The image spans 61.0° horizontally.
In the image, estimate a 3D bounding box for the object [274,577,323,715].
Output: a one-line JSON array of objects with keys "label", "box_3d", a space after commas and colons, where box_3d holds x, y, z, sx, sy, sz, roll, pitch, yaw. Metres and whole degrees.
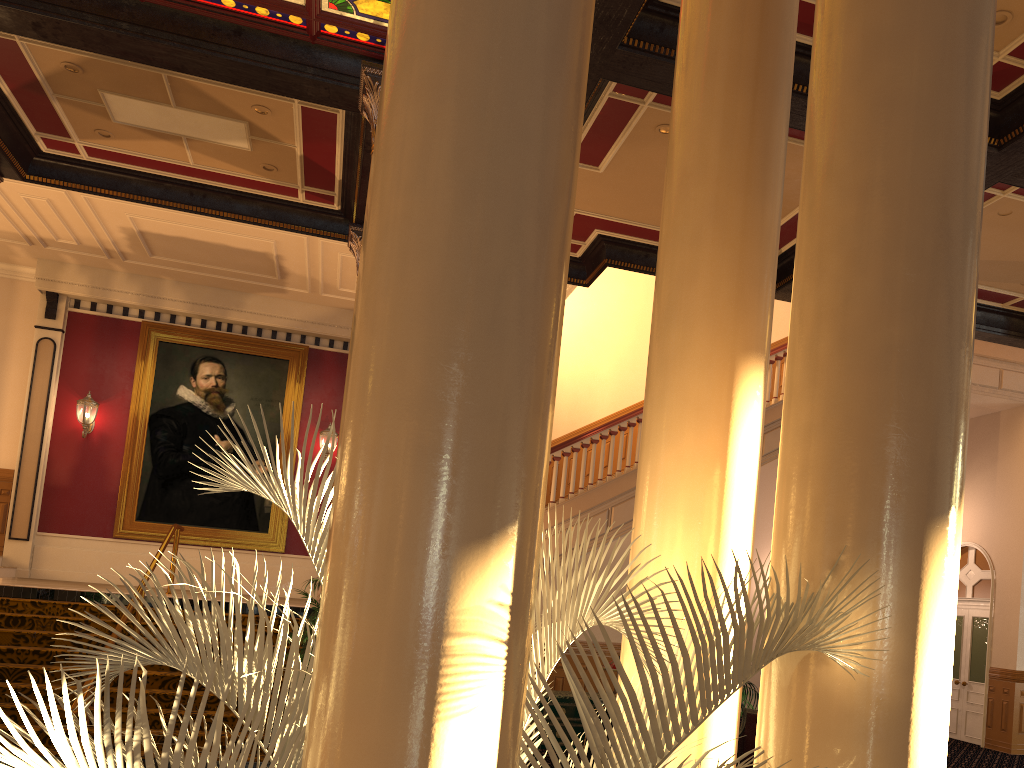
[{"label": "object", "box_3d": [-1.119, 2.204, 6.079, 1.036, 2.126, 1.092, 1, -7, 35]}]

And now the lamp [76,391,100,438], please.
[{"label": "lamp", "box_3d": [-6.512, 0.471, 13.327, 0.325, 0.721, 0.391, 6, -6, -13]}]

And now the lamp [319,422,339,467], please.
[{"label": "lamp", "box_3d": [-3.031, 0.999, 14.321, 0.325, 0.721, 0.391, 6, -6, -13]}]

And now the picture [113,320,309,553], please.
[{"label": "picture", "box_3d": [-4.786, 0.871, 13.968, 2.609, 3.411, 0.054, 7, -4, -16]}]

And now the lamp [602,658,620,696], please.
[{"label": "lamp", "box_3d": [1.181, 3.276, 9.728, 0.328, 0.414, 0.315, 7, -8, -17]}]

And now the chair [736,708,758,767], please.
[{"label": "chair", "box_3d": [2.373, 3.733, 8.630, 0.680, 0.909, 0.657, 12, -10, -43]}]

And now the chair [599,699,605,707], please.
[{"label": "chair", "box_3d": [1.278, 3.677, 8.774, 0.721, 0.909, 0.619, 12, -10, -43]}]

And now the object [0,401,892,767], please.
[{"label": "object", "box_3d": [-0.432, 1.195, 1.878, 1.885, 2.230, 2.010, 9, -9, -25]}]

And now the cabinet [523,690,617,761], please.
[{"label": "cabinet", "box_3d": [0.797, 3.852, 9.553, 1.285, 0.857, 0.545, 8, -7, -15]}]

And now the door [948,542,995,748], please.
[{"label": "door", "box_3d": [7.943, 4.516, 15.306, 0.206, 3.436, 1.462, 6, -6, -11]}]

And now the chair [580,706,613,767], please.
[{"label": "chair", "box_3d": [0.942, 3.250, 7.495, 0.738, 1.085, 0.758, 5, -7, 1]}]

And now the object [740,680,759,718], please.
[{"label": "object", "box_3d": [2.230, 3.695, 9.602, 0.968, 1.418, 1.179, 3, -8, 15]}]
